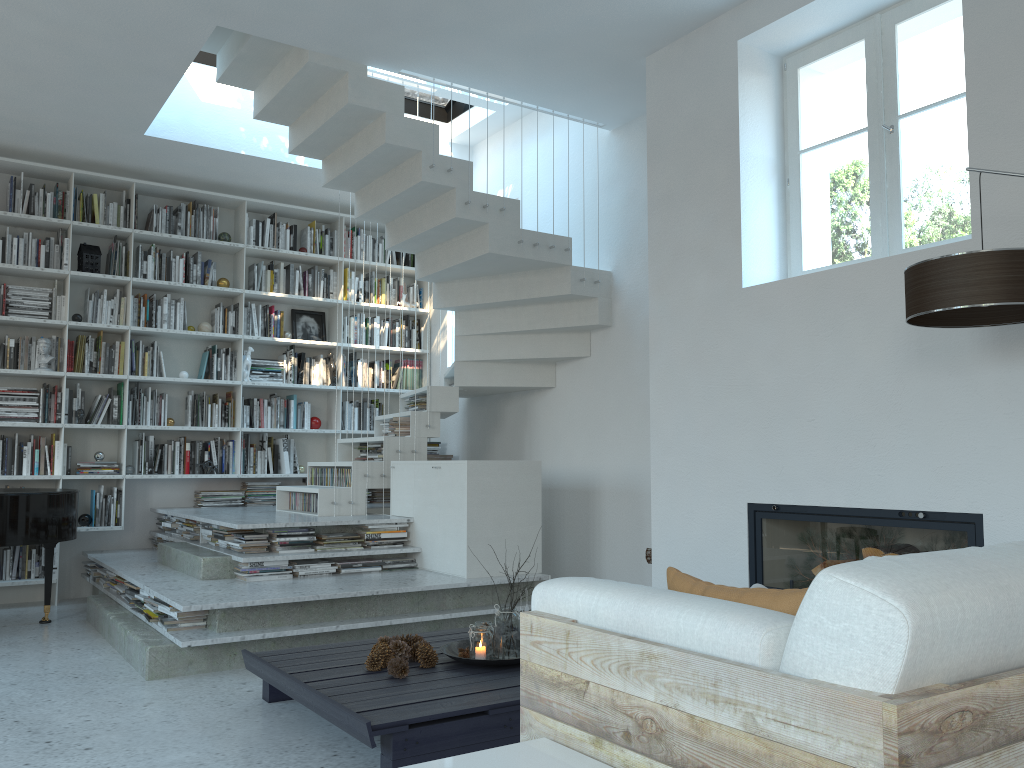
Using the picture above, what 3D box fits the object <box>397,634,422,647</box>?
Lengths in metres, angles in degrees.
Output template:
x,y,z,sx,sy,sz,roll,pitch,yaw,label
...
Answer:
x,y,z,sx,sy,sz,roll,pitch,yaw,label
-0.412,1.074,3.634,0.099,0.102,0.097,-2,-5,27,object

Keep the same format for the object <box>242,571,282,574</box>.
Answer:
x,y,z,sx,sy,sz,roll,pitch,yaw,label
-1.423,1.065,5.053,0.204,0.004,0.140,3,-6,-30,object

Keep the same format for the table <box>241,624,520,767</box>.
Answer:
x,y,z,sx,sy,sz,roll,pitch,yaw,label
-0.256,1.202,3.525,1.270,0.218,1.258,3,-6,-33,table

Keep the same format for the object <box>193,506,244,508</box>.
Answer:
x,y,z,sx,sy,sz,roll,pitch,yaw,label
-2.335,0.975,7.060,0.346,0.007,0.193,4,-7,-38,object

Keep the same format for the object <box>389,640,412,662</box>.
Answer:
x,y,z,sx,sy,sz,roll,pitch,yaw,label
-0.450,1.064,3.522,0.094,0.108,0.108,-2,-5,24,object

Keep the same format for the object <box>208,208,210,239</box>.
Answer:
x,y,z,sx,sy,sz,roll,pitch,yaw,label
-2.462,-1.264,7.161,0.006,0.297,0.129,3,-5,-33,object

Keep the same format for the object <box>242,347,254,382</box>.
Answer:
x,y,z,sx,sy,sz,roll,pitch,yaw,label
-2.119,-0.156,7.100,0.087,0.288,0.075,0,-5,2,object

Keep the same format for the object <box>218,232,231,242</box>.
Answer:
x,y,z,sx,sy,sz,roll,pitch,yaw,label
-2.313,-1.169,7.135,0.104,0.105,0.104,-1,-5,15,object

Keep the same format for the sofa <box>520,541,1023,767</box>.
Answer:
x,y,z,sx,sy,sz,roll,pitch,yaw,label
1.131,0.738,1.997,2.195,0.853,0.872,3,-6,-33,sofa

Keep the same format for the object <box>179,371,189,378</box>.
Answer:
x,y,z,sx,sy,sz,roll,pitch,yaw,label
-2.566,-0.066,6.931,0.071,0.072,0.071,-1,-5,15,object

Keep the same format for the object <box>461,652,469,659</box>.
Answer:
x,y,z,sx,sy,sz,roll,pitch,yaw,label
-0.186,1.084,3.532,0.035,0.035,0.030,1,-5,-10,object

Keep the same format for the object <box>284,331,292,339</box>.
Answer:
x,y,z,sx,sy,sz,roll,pitch,yaw,label
-1.891,-0.400,7.428,0.091,0.092,0.092,-1,-5,15,object

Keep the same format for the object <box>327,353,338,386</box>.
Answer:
x,y,z,sx,sy,sz,roll,pitch,yaw,label
-1.519,-0.118,7.518,0.087,0.288,0.075,0,-5,2,object

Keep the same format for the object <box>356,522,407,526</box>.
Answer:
x,y,z,sx,sy,sz,roll,pitch,yaw,label
-0.829,0.869,5.590,0.284,0.030,0.177,3,-6,-33,object

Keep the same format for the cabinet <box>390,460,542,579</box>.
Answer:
x,y,z,sx,sy,sz,roll,pitch,yaw,label
-0.325,0.818,5.581,0.551,0.667,0.993,3,-6,-33,cabinet

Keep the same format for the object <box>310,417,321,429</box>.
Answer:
x,y,z,sx,sy,sz,roll,pitch,yaw,label
-1.676,0.335,7.518,0.115,0.116,0.115,-3,-6,34,object

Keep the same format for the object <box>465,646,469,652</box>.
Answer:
x,y,z,sx,sy,sz,roll,pitch,yaw,label
-0.179,1.095,3.649,0.031,0.035,0.031,3,-6,-33,object

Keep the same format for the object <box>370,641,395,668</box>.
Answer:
x,y,z,sx,sy,sz,roll,pitch,yaw,label
-0.514,1.067,3.487,0.114,0.101,0.110,-4,-6,39,object

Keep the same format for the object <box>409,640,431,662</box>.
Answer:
x,y,z,sx,sy,sz,roll,pitch,yaw,label
-0.376,1.077,3.575,0.106,0.086,0.091,2,-5,-19,object

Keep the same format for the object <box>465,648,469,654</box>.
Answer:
x,y,z,sx,sy,sz,roll,pitch,yaw,label
-0.170,1.082,3.561,0.038,0.043,0.039,-2,-5,27,object

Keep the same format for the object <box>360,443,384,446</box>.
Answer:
x,y,z,sx,sy,sz,roll,pitch,yaw,label
-1.055,0.460,6.752,0.161,0.025,0.174,3,-6,-29,object

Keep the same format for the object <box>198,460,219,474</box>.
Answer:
x,y,z,sx,sy,sz,roll,pitch,yaw,label
-2.351,0.646,6.877,0.064,0.114,0.160,-4,-7,44,object

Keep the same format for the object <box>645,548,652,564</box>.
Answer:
x,y,z,sx,sy,sz,roll,pitch,yaw,label
0.894,0.925,4.676,0.096,0.094,0.442,4,-6,-36,object

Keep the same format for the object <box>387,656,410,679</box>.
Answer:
x,y,z,sx,sy,sz,roll,pitch,yaw,label
-0.420,1.055,3.294,0.081,0.083,0.099,3,-6,-28,object

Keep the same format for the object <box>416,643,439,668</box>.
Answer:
x,y,z,sx,sy,sz,roll,pitch,yaw,label
-0.332,1.068,3.476,0.083,0.100,0.092,3,-5,-28,object

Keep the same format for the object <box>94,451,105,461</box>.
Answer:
x,y,z,sx,sy,sz,roll,pitch,yaw,label
-3.033,0.531,6.516,0.071,0.072,0.071,-1,-5,15,object

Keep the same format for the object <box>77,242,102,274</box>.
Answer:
x,y,z,sx,sy,sz,roll,pitch,yaw,label
-3.142,-0.922,6.591,0.135,0.248,0.135,4,-6,-43,object

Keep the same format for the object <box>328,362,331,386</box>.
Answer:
x,y,z,sx,sy,sz,roll,pitch,yaw,label
-1.594,-0.072,7.630,0.022,0.211,0.179,3,-6,-33,object

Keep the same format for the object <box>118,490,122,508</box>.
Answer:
x,y,z,sx,sy,sz,roll,pitch,yaw,label
-2.913,0.919,6.589,0.011,0.260,0.142,3,-5,-33,object

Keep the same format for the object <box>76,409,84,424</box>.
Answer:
x,y,z,sx,sy,sz,roll,pitch,yaw,label
-3.120,0.235,6.409,0.054,0.113,0.079,3,-6,-35,object

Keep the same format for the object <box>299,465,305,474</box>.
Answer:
x,y,z,sx,sy,sz,roll,pitch,yaw,label
-1.775,0.718,7.450,0.071,0.072,0.071,-1,-5,15,object

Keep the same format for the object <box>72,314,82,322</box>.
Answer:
x,y,z,sx,sy,sz,roll,pitch,yaw,label
-3.185,-0.480,6.494,0.071,0.072,0.071,-1,-5,15,object

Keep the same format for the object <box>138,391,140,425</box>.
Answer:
x,y,z,sx,sy,sz,roll,pitch,yaw,label
-2.871,0.193,6.792,0.007,0.265,0.135,3,-5,-33,object

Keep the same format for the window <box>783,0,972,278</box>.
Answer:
x,y,z,sx,sy,sz,roll,pitch,yaw,label
1.668,-1.097,4.000,0.072,1.225,1.118,3,-6,-33,window

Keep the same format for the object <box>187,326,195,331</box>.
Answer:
x,y,z,sx,sy,sz,roll,pitch,yaw,label
-2.538,-0.427,7.005,0.068,0.068,0.068,-3,-6,34,object

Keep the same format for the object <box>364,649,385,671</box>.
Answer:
x,y,z,sx,sy,sz,roll,pitch,yaw,label
-0.528,1.068,3.412,0.082,0.084,0.082,2,-5,-19,object

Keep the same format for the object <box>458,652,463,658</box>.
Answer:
x,y,z,sx,sy,sz,roll,pitch,yaw,label
-0.202,1.091,3.569,0.026,0.027,0.030,-2,-5,23,object

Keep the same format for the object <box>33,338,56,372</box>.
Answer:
x,y,z,sx,sy,sz,roll,pitch,yaw,label
-3.337,-0.205,6.329,0.138,0.243,0.137,-2,-5,22,object

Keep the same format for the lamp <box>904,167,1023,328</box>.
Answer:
x,y,z,sx,sy,sz,roll,pitch,yaw,label
1.929,0.229,2.456,1.559,1.964,0.470,-4,-6,42,lamp

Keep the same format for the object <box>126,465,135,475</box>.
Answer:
x,y,z,sx,sy,sz,roll,pitch,yaw,label
-2.889,0.649,6.698,0.071,0.072,0.071,-1,-5,15,object

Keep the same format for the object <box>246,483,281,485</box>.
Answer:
x,y,z,sx,sy,sz,roll,pitch,yaw,label
-2.061,0.818,7.270,0.285,0.005,0.159,3,-6,-33,object

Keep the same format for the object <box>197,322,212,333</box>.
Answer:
x,y,z,sx,sy,sz,roll,pitch,yaw,label
-2.455,-0.441,7.089,0.111,0.113,0.112,-3,-6,34,object

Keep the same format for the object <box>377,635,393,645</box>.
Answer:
x,y,z,sx,sy,sz,roll,pitch,yaw,label
-0.510,1.061,3.572,0.090,0.106,0.097,1,-5,-12,object

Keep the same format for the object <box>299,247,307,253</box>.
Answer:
x,y,z,sx,sy,sz,roll,pitch,yaw,label
-1.766,-1.120,7.493,0.071,0.072,0.071,-1,-5,15,object

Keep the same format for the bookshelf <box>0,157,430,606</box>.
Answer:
x,y,z,sx,sy,sz,roll,pitch,yaw,label
-3.445,0.007,6.332,6.299,3.139,0.330,3,-6,-33,bookshelf

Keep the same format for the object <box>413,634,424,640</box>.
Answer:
x,y,z,sx,sy,sz,roll,pitch,yaw,label
-0.388,1.087,3.692,0.078,0.101,0.086,-3,-6,31,object

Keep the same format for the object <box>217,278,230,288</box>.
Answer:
x,y,z,sx,sy,sz,roll,pitch,yaw,label
-2.316,-0.801,7.112,0.100,0.101,0.100,-3,-6,34,object

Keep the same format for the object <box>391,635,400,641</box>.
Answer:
x,y,z,sx,sy,sz,roll,pitch,yaw,label
-0.478,1.097,3.721,0.078,0.084,0.098,3,-6,-33,object

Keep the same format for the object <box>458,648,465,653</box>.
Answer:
x,y,z,sx,sy,sz,roll,pitch,yaw,label
-0.203,1.091,3.612,0.035,0.035,0.030,3,-6,-35,object

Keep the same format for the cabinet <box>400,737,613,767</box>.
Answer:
x,y,z,sx,sy,sz,roll,pitch,yaw,label
0.037,0.858,1.286,0.380,0.486,0.503,3,-6,-33,cabinet

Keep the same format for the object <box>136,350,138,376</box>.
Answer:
x,y,z,sx,sy,sz,roll,pitch,yaw,label
-2.884,-0.147,6.790,0.013,0.208,0.140,3,-6,-33,object

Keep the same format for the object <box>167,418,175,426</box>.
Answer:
x,y,z,sx,sy,sz,roll,pitch,yaw,label
-2.657,0.299,6.884,0.071,0.072,0.071,-1,-5,15,object

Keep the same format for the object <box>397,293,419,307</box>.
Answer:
x,y,z,sx,sy,sz,roll,pitch,yaw,label
-0.939,-0.742,7.968,0.203,0.136,0.095,2,-5,-17,object

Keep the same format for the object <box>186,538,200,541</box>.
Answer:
x,y,z,sx,sy,sz,roll,pitch,yaw,label
-2.116,1.058,6.071,0.145,0.010,0.266,4,-7,-37,object

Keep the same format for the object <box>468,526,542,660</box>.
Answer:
x,y,z,sx,sy,sz,roll,pitch,yaw,label
-0.021,0.838,3.532,0.309,0.521,0.436,0,-5,-3,object

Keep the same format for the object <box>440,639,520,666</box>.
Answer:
x,y,z,sx,sy,sz,roll,pitch,yaw,label
-0.076,1.086,3.579,0.429,0.038,0.430,-1,-5,7,object

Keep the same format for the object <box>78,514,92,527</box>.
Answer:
x,y,z,sx,sy,sz,roll,pitch,yaw,label
-3.093,0.987,6.423,0.093,0.094,0.094,-1,-5,15,object
